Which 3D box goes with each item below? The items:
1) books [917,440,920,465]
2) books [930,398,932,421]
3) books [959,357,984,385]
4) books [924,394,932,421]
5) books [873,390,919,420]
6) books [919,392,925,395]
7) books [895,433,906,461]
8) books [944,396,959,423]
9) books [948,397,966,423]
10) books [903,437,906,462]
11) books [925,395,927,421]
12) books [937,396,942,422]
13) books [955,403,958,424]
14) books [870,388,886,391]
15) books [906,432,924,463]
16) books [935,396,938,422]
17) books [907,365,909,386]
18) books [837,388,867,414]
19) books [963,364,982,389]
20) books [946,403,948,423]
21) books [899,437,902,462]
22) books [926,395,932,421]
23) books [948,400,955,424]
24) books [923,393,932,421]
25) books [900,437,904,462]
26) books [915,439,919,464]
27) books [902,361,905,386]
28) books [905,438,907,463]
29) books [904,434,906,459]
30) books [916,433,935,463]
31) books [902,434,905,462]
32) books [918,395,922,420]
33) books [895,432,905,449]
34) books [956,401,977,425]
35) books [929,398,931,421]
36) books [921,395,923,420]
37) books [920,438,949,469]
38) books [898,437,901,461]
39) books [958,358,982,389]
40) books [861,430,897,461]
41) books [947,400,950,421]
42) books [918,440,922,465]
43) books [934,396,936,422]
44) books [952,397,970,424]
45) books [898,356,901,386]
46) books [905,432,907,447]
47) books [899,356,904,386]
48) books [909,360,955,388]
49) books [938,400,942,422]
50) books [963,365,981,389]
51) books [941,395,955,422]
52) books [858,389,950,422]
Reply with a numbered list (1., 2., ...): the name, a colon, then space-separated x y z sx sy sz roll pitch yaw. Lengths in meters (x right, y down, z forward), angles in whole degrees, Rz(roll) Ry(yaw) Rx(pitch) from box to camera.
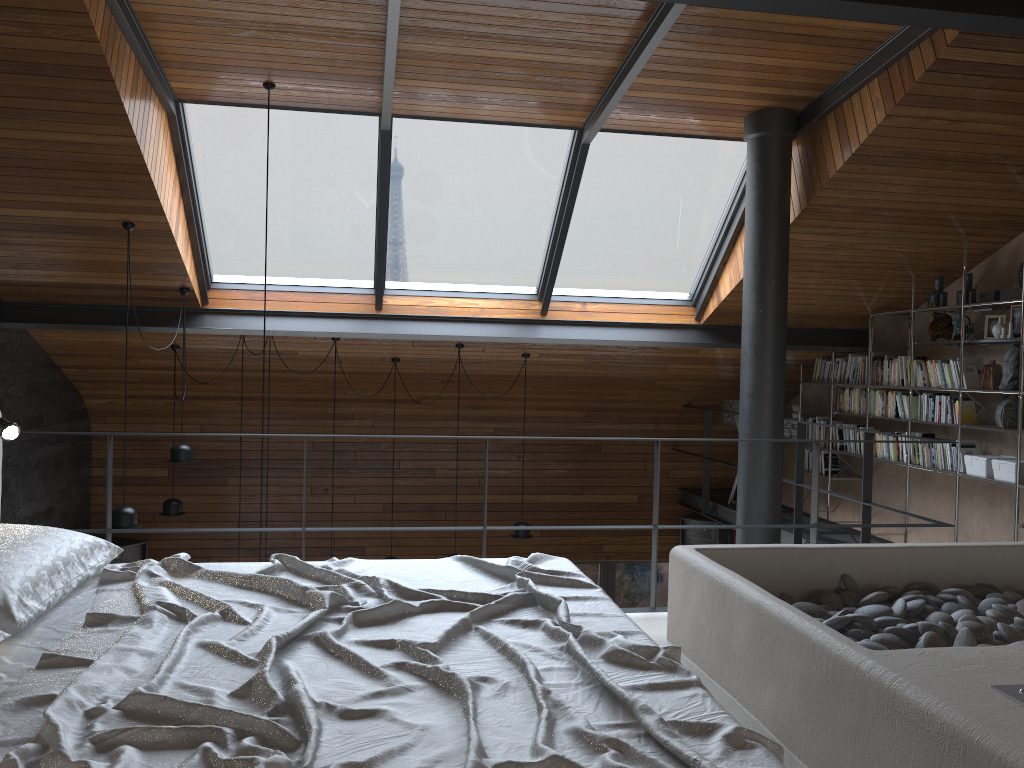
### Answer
1. books: 3.094 0.512 6.629 0.131 0.180 0.042 1 1 -10
2. books: 3.140 0.189 6.508 0.146 0.171 0.018 1 1 -10
3. books: 3.211 -0.083 6.168 0.177 0.209 0.082 1 1 -10
4. books: 3.156 0.171 6.592 0.192 0.204 0.012 1 1 -10
5. books: 3.032 0.162 6.955 0.139 0.208 0.494 1 1 -10
6. books: 3.148 0.168 6.656 0.207 0.207 0.010 1 1 -10
7. books: 3.063 0.489 6.894 0.155 0.215 0.055 1 1 -10
8. books: 3.166 0.183 6.359 0.148 0.190 0.013 1 1 -10
9. books: 3.171 0.185 6.324 0.129 0.188 0.010 1 1 -10
10. books: 3.069 0.497 6.803 0.131 0.205 0.051 1 1 -10
11. books: 3.135 0.178 6.576 0.148 0.190 0.013 1 1 -10
12. books: 3.149 0.182 6.424 0.148 0.190 0.013 1 1 -10
13. books: 3.177 0.209 6.224 0.131 0.147 0.045 1 1 -10
14. books: 3.010 0.146 7.317 0.143 0.218 0.020 1 1 -10
15. books: 3.064 0.483 6.725 0.148 0.233 0.053 1 1 -10
16. books: 3.142 0.181 6.435 0.148 0.190 0.013 1 1 -10
17. books: 3.083 -0.070 6.776 0.131 0.180 0.042 1 1 -10
18. books: 2.931 0.140 7.600 0.130 0.216 0.311 1 1 -10
19. books: 3.181 -0.053 6.149 0.117 0.176 0.074 1 1 -10
20. books: 3.164 0.207 6.334 0.128 0.143 0.009 1 1 -10
21. books: 3.062 0.502 6.858 0.126 0.197 0.047 1 1 -10
22. books: 3.139 0.180 6.547 0.160 0.187 0.021 1 1 -10
23. books: 3.169 0.198 6.283 0.148 0.167 0.053 1 1 -10
24. books: 3.149 0.169 6.602 0.191 0.207 0.012 1 1 -10
25. books: 3.062 0.492 6.845 0.133 0.218 0.051 1 1 -10
26. books: 3.098 0.499 6.656 0.149 0.205 0.049 1 1 -10
27. books: 3.076 -0.080 6.817 0.139 0.201 0.057 1 1 -10
28. books: 3.071 0.504 6.774 0.138 0.191 0.049 1 1 -10
29. books: 3.071 0.492 6.790 0.137 0.216 0.049 1 1 -10
30. books: 3.109 0.486 6.648 0.148 0.233 0.053 1 1 -10
31. books: 3.076 0.493 6.834 0.137 0.216 0.049 1 1 -10
32. books: 3.112 0.176 6.638 0.148 0.190 0.013 1 1 -10
33. books: 3.052 0.485 6.912 0.117 0.220 0.054 1 1 -10
34. books: 3.183 0.201 6.210 0.129 0.165 0.056 1 1 -10
35. books: 3.125 0.191 6.520 0.130 0.169 0.010 1 1 -10
36. books: 3.134 0.178 6.614 0.169 0.189 0.018 1 1 -10
37. books: 3.125 0.506 6.492 0.136 0.210 0.273 1 1 -9
38. books: 3.058 0.496 6.874 0.123 0.203 0.054 1 1 -10
39. books: 3.197 -0.071 6.172 0.161 0.215 0.092 1 1 -10
40. books: 2.996 0.489 7.132 0.139 0.211 0.467 1 1 -10
41. books: 3.159 0.197 6.295 0.130 0.167 0.046 1 1 -10
42. books: 3.105 0.502 6.618 0.137 0.201 0.047 1 1 -10
43. books: 3.144 0.182 6.464 0.129 0.188 0.010 1 1 -10
44. books: 3.166 0.188 6.240 0.129 0.186 0.050 1 1 -10
45. books: 3.069 -0.099 6.869 0.143 0.236 0.062 1 1 -10
46. books: 3.076 0.482 6.758 0.143 0.236 0.062 1 1 -10
47. books: 3.057 -0.098 6.836 0.148 0.233 0.053 1 1 -10
48. books: 3.115 -0.073 6.488 0.139 0.206 0.497 1 1 -10
49. books: 3.150 0.196 6.409 0.143 0.161 0.019 1 1 -10
50. books: 3.177 -0.049 6.137 0.112 0.169 0.068 1 1 -10
51. books: 3.165 0.180 6.390 0.146 0.195 0.023 1 1 -10
52. books: 3.049 0.157 6.981 0.138 0.212 1.040 1 1 -9
